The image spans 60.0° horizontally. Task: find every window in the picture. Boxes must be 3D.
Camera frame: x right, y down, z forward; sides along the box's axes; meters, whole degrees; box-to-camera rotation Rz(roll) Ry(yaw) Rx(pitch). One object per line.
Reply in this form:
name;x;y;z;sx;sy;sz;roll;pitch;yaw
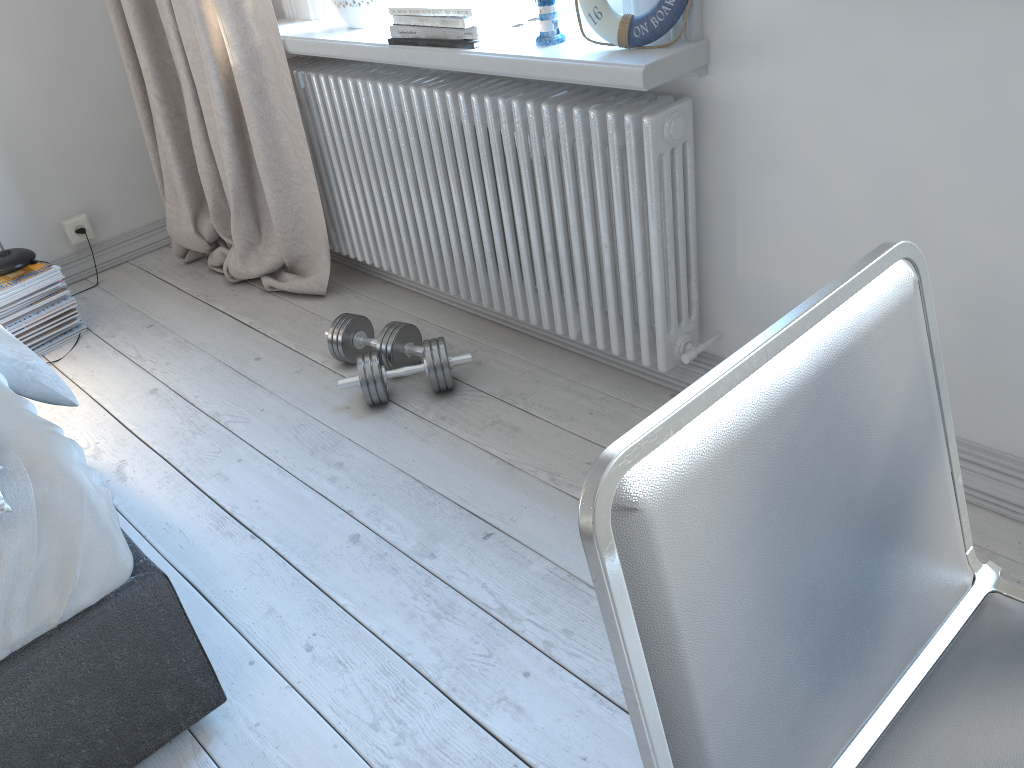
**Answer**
window;-1.263;-3.443;4.597;11.913;7.067;7.949;-32;39;-32

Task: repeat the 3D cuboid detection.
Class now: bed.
bed;-1.818;0.143;1.404;1.880;1.055;2.168;-33;39;-32

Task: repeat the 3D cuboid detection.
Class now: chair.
chair;0.416;0.372;0.679;0.559;0.804;0.523;-33;39;-32

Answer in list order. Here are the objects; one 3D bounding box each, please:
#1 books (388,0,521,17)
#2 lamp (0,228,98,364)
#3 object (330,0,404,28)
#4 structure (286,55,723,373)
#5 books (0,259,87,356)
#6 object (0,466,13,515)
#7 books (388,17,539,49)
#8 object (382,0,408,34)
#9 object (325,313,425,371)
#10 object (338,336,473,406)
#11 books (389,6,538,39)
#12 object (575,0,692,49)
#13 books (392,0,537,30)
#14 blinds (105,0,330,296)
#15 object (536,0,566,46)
books;-0.107;-0.830;1.921;0.268;0.015;0.202;21;43;40
lamp;-1.534;-0.556;2.542;0.449;0.944;0.795;10;37;28
object;-0.394;-1.164;2.109;0.384;0.578;0.215;9;37;27
structure;-0.126;-0.505;2.249;0.194;0.551;1.500;-33;39;-32
books;-1.522;-0.240;2.708;0.345;0.234;0.243;17;41;35
object;-1.254;0.369;0.822;1.453;0.105;0.403;-32;39;-32
books;-0.104;-0.776;1.951;0.271;0.013;0.218;21;43;39
object;-0.270;-0.922;2.082;0.059;0.166;0.194;-3;33;10
object;-0.353;-0.106;2.284;0.328;0.130;0.128;12;38;30
object;-0.256;-0.031;2.140;0.328;0.130;0.128;-12;32;-3
books;-0.106;-0.801;1.957;0.262;0.025;0.206;18;41;36
object;0.215;-0.717;1.569;0.235;0.229;0.078;12;38;31
books;-0.107;-0.815;1.935;0.207;0.022;0.252;-32;38;-31
blinds;-1.012;-1.449;2.176;0.224;2.669;0.828;-33;39;-32
object;0.061;-0.777;1.696;0.060;0.237;0.059;-8;32;3
